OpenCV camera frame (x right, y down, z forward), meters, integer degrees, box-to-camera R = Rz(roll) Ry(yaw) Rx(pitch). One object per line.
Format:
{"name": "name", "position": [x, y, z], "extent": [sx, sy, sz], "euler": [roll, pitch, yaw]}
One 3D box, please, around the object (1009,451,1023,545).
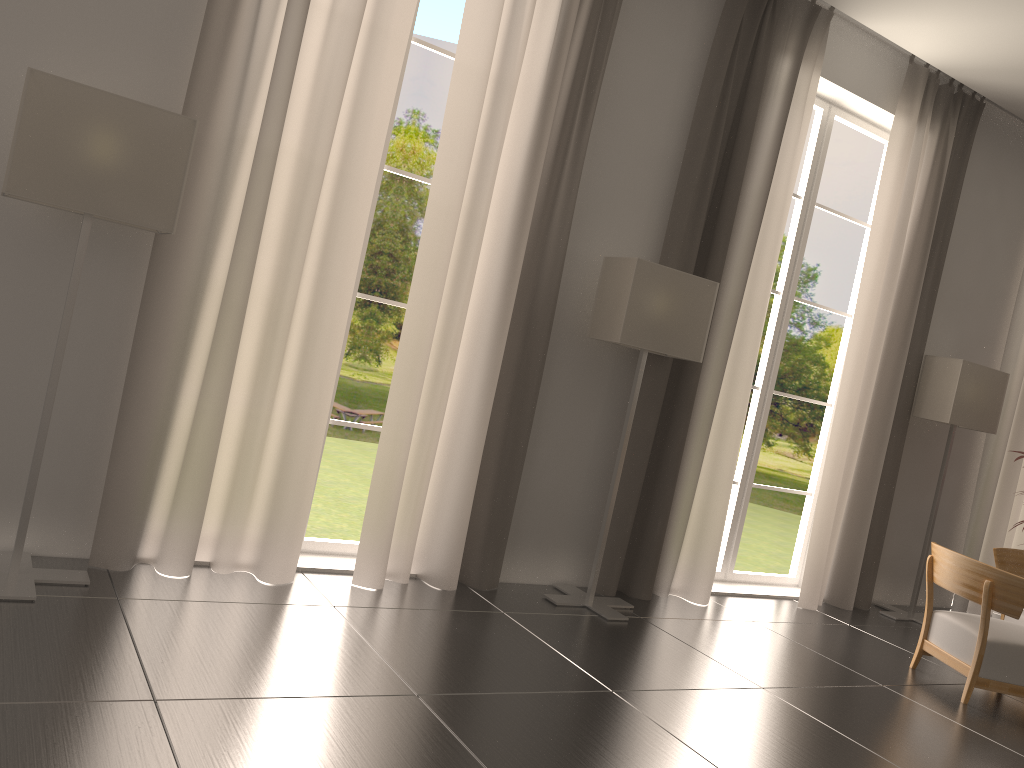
{"name": "object", "position": [6.585, 1.518, 10.477], "extent": [1.493, 3.397, 1.767], "euler": [13, 1, 44]}

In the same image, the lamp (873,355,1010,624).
{"name": "lamp", "position": [5.216, 1.312, 10.836], "extent": [0.998, 3.178, 0.910], "euler": [12, 1, -31]}

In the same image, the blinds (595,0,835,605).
{"name": "blinds", "position": [2.086, -0.972, 9.041], "extent": [1.547, 6.430, 0.415], "euler": [12, 1, -27]}

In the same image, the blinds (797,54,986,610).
{"name": "blinds", "position": [4.456, -0.506, 10.512], "extent": [1.547, 6.430, 0.418], "euler": [12, 1, -35]}

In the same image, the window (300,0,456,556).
{"name": "window", "position": [-1.339, -1.355, 7.669], "extent": [2.639, 5.748, 0.110], "euler": [12, 1, -31]}

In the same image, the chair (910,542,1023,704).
{"name": "chair", "position": [4.427, 2.235, 8.124], "extent": [1.150, 1.226, 1.453], "euler": [12, 2, -6]}

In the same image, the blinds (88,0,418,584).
{"name": "blinds", "position": [-1.710, -1.719, 6.682], "extent": [1.547, 6.430, 0.415], "euler": [12, 1, -27]}

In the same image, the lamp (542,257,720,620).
{"name": "lamp", "position": [1.053, 0.494, 8.249], "extent": [0.998, 3.178, 0.910], "euler": [12, 1, -31]}

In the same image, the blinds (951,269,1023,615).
{"name": "blinds", "position": [7.160, 0.026, 12.194], "extent": [1.547, 6.430, 0.415], "euler": [12, 1, -27]}

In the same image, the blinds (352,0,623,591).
{"name": "blinds", "position": [-0.095, -1.401, 7.684], "extent": [1.547, 6.430, 0.418], "euler": [12, 1, -35]}

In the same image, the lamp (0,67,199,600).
{"name": "lamp", "position": [-2.928, -0.289, 5.775], "extent": [0.998, 3.178, 0.910], "euler": [12, 1, -31]}

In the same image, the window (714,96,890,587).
{"name": "window", "position": [3.083, -0.485, 10.417], "extent": [2.639, 5.748, 0.110], "euler": [12, 1, -31]}

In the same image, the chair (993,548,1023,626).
{"name": "chair", "position": [5.708, 2.479, 9.147], "extent": [1.452, 1.226, 1.151], "euler": [12, 1, 4]}

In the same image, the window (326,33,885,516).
{"name": "window", "position": [17.344, 0.142, 5.899], "extent": [48.540, 20.575, 99.330], "euler": [11, 2, -31]}
